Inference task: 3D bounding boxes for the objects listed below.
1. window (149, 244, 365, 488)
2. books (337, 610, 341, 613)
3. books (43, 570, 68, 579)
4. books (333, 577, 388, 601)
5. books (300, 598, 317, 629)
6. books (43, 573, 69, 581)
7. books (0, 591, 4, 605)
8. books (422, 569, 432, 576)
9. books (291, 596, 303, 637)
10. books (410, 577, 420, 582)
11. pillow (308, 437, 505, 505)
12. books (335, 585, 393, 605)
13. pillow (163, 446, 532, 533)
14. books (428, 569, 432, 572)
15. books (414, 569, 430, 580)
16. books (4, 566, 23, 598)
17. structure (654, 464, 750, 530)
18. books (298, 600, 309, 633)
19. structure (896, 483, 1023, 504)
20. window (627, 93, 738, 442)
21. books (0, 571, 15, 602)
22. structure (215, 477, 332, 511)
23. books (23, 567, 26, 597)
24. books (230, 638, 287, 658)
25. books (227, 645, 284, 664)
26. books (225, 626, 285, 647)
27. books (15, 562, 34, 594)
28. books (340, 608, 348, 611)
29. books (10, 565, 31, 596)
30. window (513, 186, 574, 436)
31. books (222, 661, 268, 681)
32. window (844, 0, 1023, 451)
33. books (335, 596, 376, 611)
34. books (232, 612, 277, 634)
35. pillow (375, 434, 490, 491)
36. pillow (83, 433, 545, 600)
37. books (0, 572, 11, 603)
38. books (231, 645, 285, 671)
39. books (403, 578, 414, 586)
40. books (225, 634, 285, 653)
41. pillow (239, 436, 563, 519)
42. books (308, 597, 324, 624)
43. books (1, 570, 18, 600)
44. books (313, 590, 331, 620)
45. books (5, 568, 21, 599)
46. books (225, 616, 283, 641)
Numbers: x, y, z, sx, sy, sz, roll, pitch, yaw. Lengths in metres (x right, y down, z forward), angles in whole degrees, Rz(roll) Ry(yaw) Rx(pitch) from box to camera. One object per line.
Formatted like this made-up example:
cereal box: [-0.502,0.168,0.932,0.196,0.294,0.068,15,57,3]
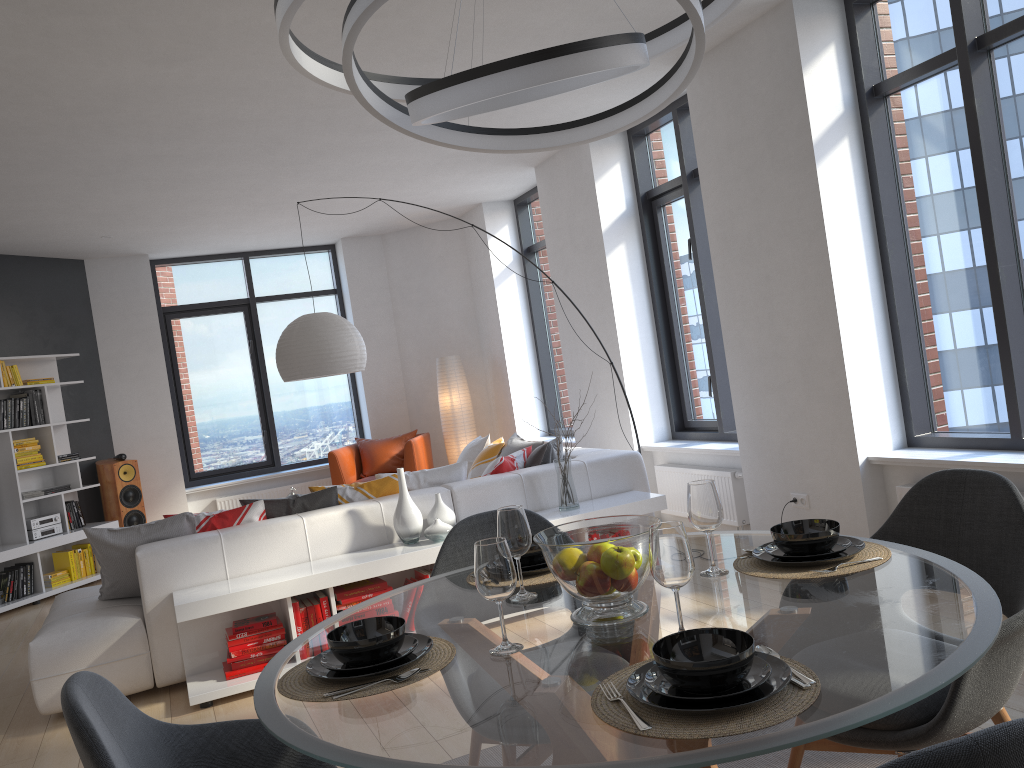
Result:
window: [-2.729,-0.236,9.658,1.960,2.402,0.170,-9,1,-22]
books: [-0.757,1.131,4.475,0.261,0.027,0.191,-9,1,-26]
books: [-3.932,1.633,7.594,0.138,0.026,0.186,-8,1,23]
books: [-0.782,1.029,4.475,0.259,0.034,0.206,-9,1,-25]
books: [-0.994,1.205,4.381,0.034,0.259,0.207,-9,1,-22]
books: [-3.916,1.651,7.593,0.134,0.014,0.187,-8,1,23]
books: [-4.225,1.708,6.942,0.277,0.137,0.343,-8,1,18]
books: [-0.423,1.110,4.606,0.038,0.270,0.215,-9,1,-22]
books: [-1.057,1.199,4.352,0.036,0.294,0.208,-9,1,-22]
books: [-0.508,1.135,4.553,0.115,0.245,0.192,-9,1,-22]
pillow: [-0.539,0.694,5.893,0.630,0.440,2.095,-8,1,25]
books: [-0.758,1.056,4.474,0.266,0.026,0.187,-9,1,-28]
pillow: [-0.816,0.759,5.190,2.250,0.449,0.575,-9,1,-25]
books: [-0.392,1.108,4.609,0.028,0.266,0.188,-9,1,-22]
books: [-0.453,1.110,4.576,0.046,0.282,0.199,-9,1,-22]
books: [-4.077,1.623,7.253,0.192,0.254,0.075,-8,1,22]
structure: [1.323,0.803,6.116,0.110,0.460,1.015,-9,1,-22]
books: [-1.024,1.211,4.368,0.031,0.255,0.181,-9,1,-22]
structure: [2.187,0.710,3.987,0.110,0.460,1.015,-9,1,-22]
window: [1.379,-0.796,6.244,0.170,2.402,1.310,-9,1,-22]
books: [-4.109,1.640,7.172,0.187,0.234,0.096,-8,1,23]
structure: [-2.342,1.299,9.391,1.474,0.460,0.110,-9,1,-22]
books: [-4.060,1.627,7.276,0.179,0.243,0.068,-8,1,21]
books: [-1.242,1.268,4.323,0.257,0.025,0.182,-9,1,-22]
books: [-1.246,1.295,4.313,0.266,0.026,0.187,-9,1,-17]
books: [-1.252,1.216,4.321,0.269,0.028,0.179,-9,1,-21]
books: [-4.039,1.613,7.344,0.197,0.260,0.066,-8,1,23]
books: [-0.751,1.104,4.474,0.236,0.023,0.178,-9,1,-22]
books: [-4.051,1.620,7.312,0.191,0.249,0.084,-8,1,23]
window: [0.514,-0.702,8.374,0.170,2.402,1.310,-9,1,-22]
books: [-1.243,1.358,4.312,0.301,0.032,0.227,-9,1,-22]
window: [2.242,-0.889,4.114,0.170,2.402,1.310,-9,1,-22]
books: [-0.774,1.084,4.474,0.257,0.025,0.182,-9,1,-22]
books: [-1.252,1.164,4.317,0.206,0.029,0.152,-9,1,-16]
pillow: [-0.455,0.658,6.199,0.580,0.456,2.156,-9,1,4]
pillow: [-1.033,0.756,5.461,2.953,0.453,0.647,-9,1,-34]
books: [-4.118,1.641,7.139,0.182,0.234,0.104,-8,1,23]
books: [-1.236,1.323,4.325,0.259,0.034,0.206,-9,1,-19]
books: [-0.549,1.140,4.544,0.144,0.247,0.188,-9,1,-22]
books: [-1.256,1.245,4.336,0.261,0.028,0.191,-9,1,-22]
pillow: [-0.524,0.686,5.321,2.120,0.436,0.608,-9,1,-26]
books: [-0.955,1.198,4.386,0.042,0.259,0.195,-9,1,-22]
books: [-4.085,1.636,7.195,0.169,0.233,0.081,-8,1,22]
books: [-0.928,1.178,4.404,0.049,0.291,0.214,-9,1,-22]
books: [-4.061,1.628,7.222,0.172,0.242,0.069,-8,1,24]
books: [-1.258,1.191,4.324,0.254,0.025,0.178,-9,1,-23]
